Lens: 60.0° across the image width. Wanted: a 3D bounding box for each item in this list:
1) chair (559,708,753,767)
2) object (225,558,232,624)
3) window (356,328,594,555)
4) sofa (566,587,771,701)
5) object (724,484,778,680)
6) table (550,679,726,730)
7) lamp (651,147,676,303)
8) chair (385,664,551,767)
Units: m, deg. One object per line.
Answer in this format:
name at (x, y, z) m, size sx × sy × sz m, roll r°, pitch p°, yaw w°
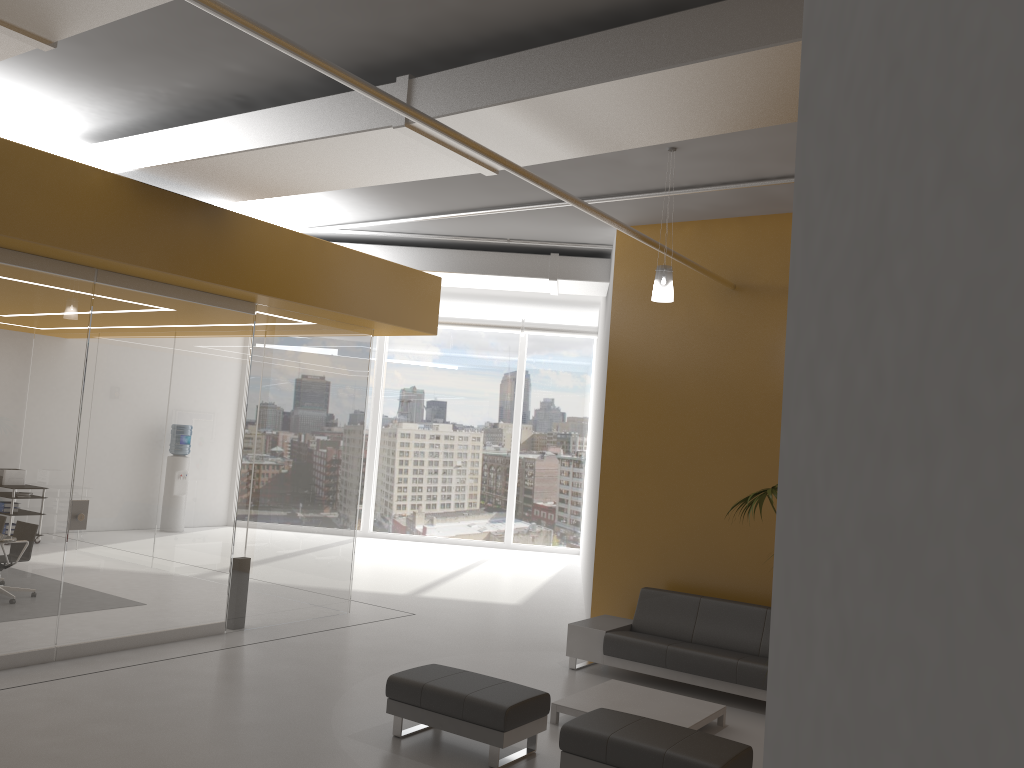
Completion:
chair at (0.842, 2.279, 5.264) m, size 1.012 × 0.423 × 0.575 m, roll 2°, pitch -5°, yaw 34°
object at (-2.792, 2.120, 9.010) m, size 0.124 × 0.706 × 0.152 m, roll 2°, pitch -4°, yaw 29°
window at (-1.330, 0.920, 17.755) m, size 8.533 × 4.498 × 0.100 m, roll 4°, pitch -4°, yaw 4°
sofa at (1.727, 2.361, 7.990) m, size 2.400 × 0.761 × 0.860 m, roll 2°, pitch -5°, yaw 34°
object at (1.869, 1.620, 5.777) m, size 0.912 × 1.956 × 1.222 m, roll 5°, pitch -4°, yaw -15°
table at (0.981, 2.531, 6.796) m, size 1.000 × 0.150 × 1.000 m, roll 2°, pitch -5°, yaw 34°
lamp at (1.231, -1.266, 7.032) m, size 0.174 × 1.227 × 0.174 m, roll 5°, pitch -4°, yaw -15°
chair at (-0.313, 2.247, 6.067) m, size 1.012 × 0.423 × 0.575 m, roll 2°, pitch -5°, yaw 34°
